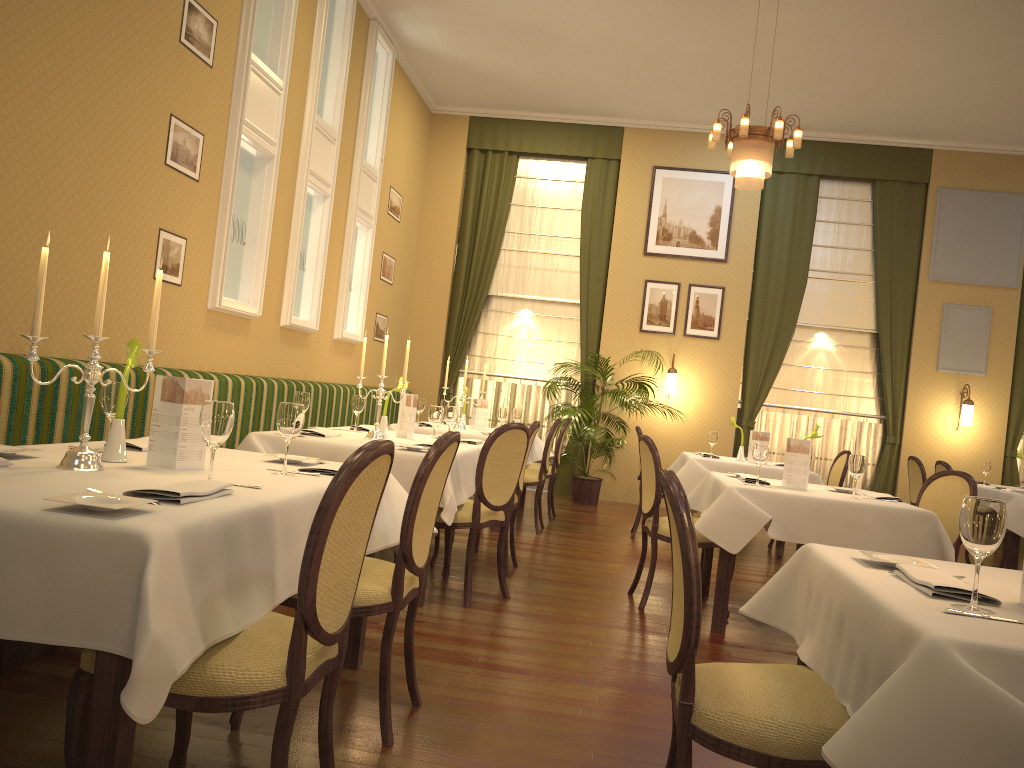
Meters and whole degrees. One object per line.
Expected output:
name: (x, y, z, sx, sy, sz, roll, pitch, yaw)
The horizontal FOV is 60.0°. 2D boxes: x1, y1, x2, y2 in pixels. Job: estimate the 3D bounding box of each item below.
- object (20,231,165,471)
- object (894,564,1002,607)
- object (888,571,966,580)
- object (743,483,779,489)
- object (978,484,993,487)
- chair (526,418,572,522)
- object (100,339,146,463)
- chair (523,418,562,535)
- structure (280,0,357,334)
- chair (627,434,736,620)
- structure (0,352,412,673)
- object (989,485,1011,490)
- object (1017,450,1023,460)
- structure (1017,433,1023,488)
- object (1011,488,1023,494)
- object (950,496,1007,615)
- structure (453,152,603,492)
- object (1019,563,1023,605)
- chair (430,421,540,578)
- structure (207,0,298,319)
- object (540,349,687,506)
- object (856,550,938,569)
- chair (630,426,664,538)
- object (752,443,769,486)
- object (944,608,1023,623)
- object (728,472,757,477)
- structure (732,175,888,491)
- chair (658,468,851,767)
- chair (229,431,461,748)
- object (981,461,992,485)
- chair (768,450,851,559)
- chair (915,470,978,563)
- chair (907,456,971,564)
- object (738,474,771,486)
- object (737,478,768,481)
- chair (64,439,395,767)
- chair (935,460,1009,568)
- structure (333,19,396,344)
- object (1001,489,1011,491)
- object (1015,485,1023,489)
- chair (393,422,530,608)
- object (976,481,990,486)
object: (-1.145, -0.090, 2.435, 0.131, 0.655, 0.390, 6, -1, 27)
object: (0.985, 0.456, 2.020, 0.142, 0.033, 0.273, 6, -1, 8)
object: (1.020, 0.469, 2.183, 0.181, 0.015, 0.038, 6, -1, 9)
object: (1.334, 0.545, 4.748, 0.185, 0.010, 0.017, 6, -1, 9)
object: (4.421, 0.945, 8.222, 0.185, 0.010, 0.017, 6, -1, 9)
chair: (0.220, 0.757, 8.233, 0.571, 0.955, 0.530, 6, -1, 8)
object: (-1.184, 0.047, 2.711, 0.076, 0.375, 0.163, 7, -1, -11)
chair: (0.079, 0.729, 7.402, 0.571, 0.955, 0.530, 6, -1, 8)
structure: (-1.616, -1.925, 7.260, 0.200, 2.985, 0.661, 6, -1, 8)
chair: (0.970, 0.796, 5.105, 0.571, 0.955, 0.530, 6, -1, -2)
structure: (-1.955, 0.407, 3.479, 0.850, 1.031, 14.516, 6, -1, 8)
object: (4.329, 0.923, 7.852, 0.160, 0.024, 0.160, 6, -1, 8)
object: (4.630, 0.782, 7.992, 0.163, 0.375, 0.076, 6, -1, 29)
structure: (6.522, -0.298, 9.910, 1.898, 4.511, 0.137, 6, -1, 8)
object: (4.375, 0.921, 7.542, 0.142, 0.033, 0.273, 6, -1, 8)
object: (0.958, 0.349, 1.819, 0.088, 0.229, 0.088, 7, -1, -35)
structure: (0.197, -0.999, 10.754, 1.942, 4.511, 0.123, 6, -1, 8)
object: (1.157, 0.350, 1.877, 0.081, 0.277, 0.166, 7, -1, -36)
chair: (-0.158, 0.675, 5.562, 0.571, 0.955, 0.530, 6, -1, 8)
structure: (-1.770, -1.960, 6.074, 0.200, 2.985, 0.687, 6, -1, 8)
object: (0.988, 0.446, 9.808, 1.496, 1.807, 1.552, 7, -1, -12)
object: (0.989, 0.463, 2.291, 0.160, 0.024, 0.160, 6, -1, 8)
chair: (1.318, 0.875, 7.770, 0.571, 0.955, 0.530, 6, -1, 8)
object: (1.349, 0.438, 4.834, 0.088, 0.229, 0.088, 7, -1, -40)
object: (0.943, 0.456, 1.734, 0.185, 0.010, 0.017, 6, -1, 9)
object: (1.379, 0.552, 5.305, 0.160, 0.024, 0.160, 6, -1, 8)
structure: (3.648, -0.617, 10.290, 1.900, 4.511, 0.134, 6, -1, 8)
chair: (0.582, 0.707, 2.081, 0.571, 0.955, 0.530, 6, -1, 8)
chair: (-0.506, 0.596, 2.874, 0.571, 0.955, 0.530, 6, -1, 8)
object: (4.436, 0.838, 8.308, 0.088, 0.229, 0.088, 7, -1, -35)
chair: (2.536, 1.009, 7.557, 0.571, 0.955, 0.530, 6, -1, 8)
chair: (2.195, 0.931, 4.913, 0.571, 0.955, 0.530, 7, -1, -12)
chair: (4.044, 1.193, 8.450, 0.571, 0.955, 0.530, 6, -1, 8)
object: (1.375, 0.545, 5.034, 0.142, 0.033, 0.273, 6, -1, 8)
object: (1.411, 0.558, 5.198, 0.181, 0.015, 0.038, 6, -1, 9)
chair: (-0.615, 0.572, 2.046, 0.571, 0.955, 0.530, 6, -1, 8)
chair: (3.945, 1.170, 7.684, 0.571, 0.955, 0.530, 6, -1, 8)
structure: (-1.453, -1.888, 8.518, 0.200, 2.985, 0.670, 6, -1, 8)
object: (4.357, 0.930, 7.722, 0.185, 0.010, 0.017, 6, -1, 9)
object: (4.970, 1.006, 8.560, 0.160, 0.024, 0.160, 6, -1, 8)
chair: (-0.258, 0.652, 4.754, 0.571, 0.955, 0.530, 6, -1, 33)
object: (4.463, 0.945, 8.508, 0.142, 0.033, 0.273, 6, -1, 8)
